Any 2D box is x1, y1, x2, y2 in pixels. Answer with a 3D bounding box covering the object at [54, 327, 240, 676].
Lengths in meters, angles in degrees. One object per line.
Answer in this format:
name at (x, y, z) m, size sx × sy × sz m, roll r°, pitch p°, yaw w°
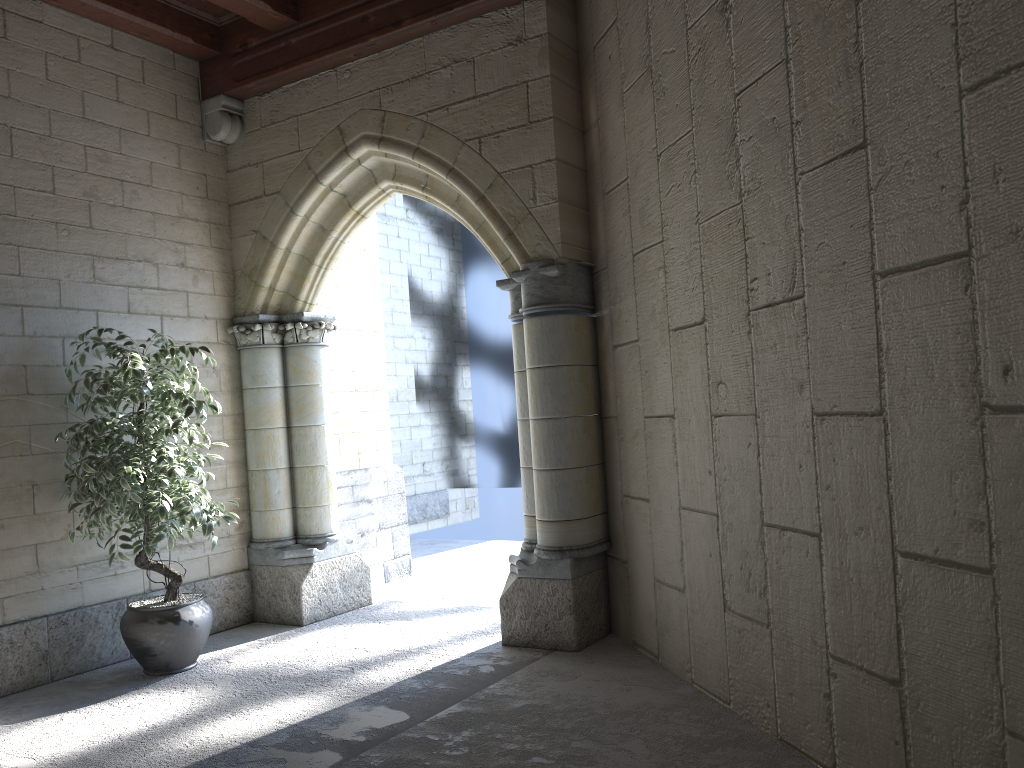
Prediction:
object at (-1.685, 0.524, 4.098) m, size 0.788 × 1.618 × 0.750 m, roll -4°, pitch 0°, yaw 28°
